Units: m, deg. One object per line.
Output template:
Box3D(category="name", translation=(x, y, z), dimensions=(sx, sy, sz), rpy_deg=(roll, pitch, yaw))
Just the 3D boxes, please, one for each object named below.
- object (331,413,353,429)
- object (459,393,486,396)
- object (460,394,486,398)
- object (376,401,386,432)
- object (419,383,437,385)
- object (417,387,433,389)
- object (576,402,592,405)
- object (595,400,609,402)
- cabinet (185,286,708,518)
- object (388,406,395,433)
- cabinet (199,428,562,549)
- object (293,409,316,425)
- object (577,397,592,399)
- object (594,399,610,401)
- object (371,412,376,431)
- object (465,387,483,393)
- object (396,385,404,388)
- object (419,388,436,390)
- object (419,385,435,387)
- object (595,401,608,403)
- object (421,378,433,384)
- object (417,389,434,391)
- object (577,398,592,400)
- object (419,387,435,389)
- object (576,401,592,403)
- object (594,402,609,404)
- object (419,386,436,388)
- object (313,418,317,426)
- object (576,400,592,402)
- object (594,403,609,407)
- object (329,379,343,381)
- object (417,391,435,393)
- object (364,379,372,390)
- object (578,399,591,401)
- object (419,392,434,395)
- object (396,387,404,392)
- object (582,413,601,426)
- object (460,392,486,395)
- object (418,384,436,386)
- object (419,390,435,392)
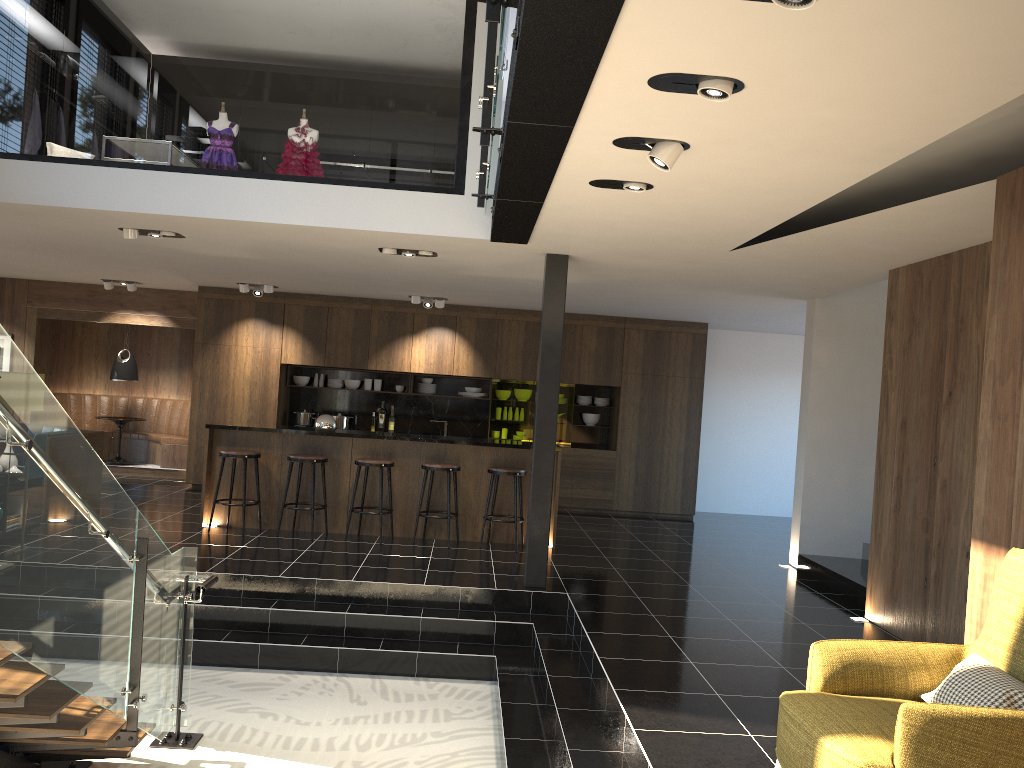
Box3D(category="object", translation=(-2.374, 0.507, 12.178), dimensions=(0.278, 0.218, 0.300), rpy_deg=(4, 0, 30))
Box3D(category="object", translation=(-0.550, 0.160, 12.597), dimensions=(0.438, 0.039, 0.438), rpy_deg=(4, -1, 33))
Box3D(category="object", translation=(-0.551, 0.172, 12.597), dimensions=(0.438, 0.039, 0.438), rpy_deg=(4, -1, 33))
Box3D(category="object", translation=(-1.867, 0.467, 12.616), dimensions=(0.133, 0.451, 0.116), rpy_deg=(4, 0, -3))
Box3D(category="object", translation=(-1.210, 0.007, 12.632), dimensions=(0.269, 0.024, 0.269), rpy_deg=(3, -1, 35))
Box3D(category="object", translation=(-1.214, 0.070, 12.632), dimensions=(0.269, 0.024, 0.269), rpy_deg=(3, -1, 35))
Box3D(category="object", translation=(1.027, 0.284, 12.663), dimensions=(0.220, 0.033, 0.220), rpy_deg=(4, -1, 7))
Box3D(category="object", translation=(1.284, 0.253, 12.675), dimensions=(0.220, 0.033, 0.220), rpy_deg=(4, -1, -19))
Box3D(category="cabinet", translation=(-0.856, 0.275, 12.416), dimensions=(6.893, 2.690, 0.869), rpy_deg=(4, 0, -3))
Box3D(category="object", translation=(-1.712, 0.506, 12.631), dimensions=(0.077, 0.395, 0.077), rpy_deg=(4, 0, 39))
Box3D(category="cabinet", translation=(-1.322, 1.062, 9.263), dimensions=(3.564, 0.994, 0.698), rpy_deg=(4, 0, -3))
Box3D(category="object", translation=(-2.895, 0.464, 12.359), dimensions=(0.255, 0.218, 0.236), rpy_deg=(4, 0, -45))
Box3D(category="object", translation=(1.032, 0.215, 12.663), dimensions=(0.220, 0.033, 0.220), rpy_deg=(4, -1, 7))
Box3D(category="object", translation=(1.285, 0.242, 12.675), dimensions=(0.220, 0.033, 0.220), rpy_deg=(4, -1, -19))
Box3D(category="object", translation=(-1.973, 0.542, 12.607), dimensions=(0.057, 0.287, 0.058), rpy_deg=(4, 0, 10))
Box3D(category="object", translation=(-0.548, 0.097, 12.598), dimensions=(0.254, 0.088, 0.254), rpy_deg=(4, -1, 23))
Box3D(category="object", translation=(-1.586, 0.060, 12.543), dimensions=(0.122, 0.072, 0.122), rpy_deg=(4, 0, 23))
Box3D(category="object", translation=(-1.215, 0.078, 12.632), dimensions=(0.269, 0.024, 0.269), rpy_deg=(3, -1, 35))
Box3D(category="object", translation=(-1.212, 0.033, 12.632), dimensions=(0.269, 0.024, 0.269), rpy_deg=(3, -1, 35))
Box3D(category="object", translation=(1.283, 0.266, 12.675), dimensions=(0.220, 0.033, 0.220), rpy_deg=(4, -1, -19))
Box3D(category="object", translation=(-1.210, -0.037, 12.631), dimensions=(0.168, 0.087, 0.168), rpy_deg=(4, 0, 17))
Box3D(category="object", translation=(-1.216, 0.098, 12.632), dimensions=(0.269, 0.024, 0.269), rpy_deg=(3, -1, 35))
Box3D(category="object", translation=(1.031, 0.225, 12.663), dimensions=(0.220, 0.033, 0.220), rpy_deg=(4, -1, 7))
Box3D(category="object", translation=(-1.213, 0.061, 12.632), dimensions=(0.269, 0.024, 0.269), rpy_deg=(3, -1, 35))
Box3D(category="object", translation=(1.028, 0.271, 12.663), dimensions=(0.220, 0.033, 0.220), rpy_deg=(4, -1, 7))
Box3D(category="object", translation=(1.282, 0.288, 12.675), dimensions=(0.220, 0.033, 0.220), rpy_deg=(4, -1, -19))
Box3D(category="object", translation=(-1.213, 0.050, 12.632), dimensions=(0.269, 0.024, 0.269), rpy_deg=(3, -1, 35))
Box3D(category="object", translation=(-2.638, 0.519, 12.281), dimensions=(0.210, 0.143, 0.195), rpy_deg=(4, 0, -45))
Box3D(category="object", translation=(1.029, 0.259, 12.663), dimensions=(0.220, 0.033, 0.220), rpy_deg=(4, -1, 7))
Box3D(category="object", translation=(1.281, 0.301, 12.675), dimensions=(0.220, 0.033, 0.220), rpy_deg=(4, -1, -19))
Box3D(category="object", translation=(-2.482, -0.047, 12.490), dimensions=(0.220, 0.033, 0.220), rpy_deg=(4, -1, -6))
Box3D(category="object", translation=(-1.218, 0.125, 12.632), dimensions=(0.269, 0.024, 0.269), rpy_deg=(3, -1, 35))
Box3D(category="object", translation=(-2.027, 0.009, 12.498), dimensions=(0.109, 0.161, 0.109), rpy_deg=(4, 0, -20))
Box3D(category="object", translation=(1.031, 0.236, 12.663), dimensions=(0.220, 0.033, 0.220), rpy_deg=(4, -1, 7))
Box3D(category="object", translation=(-1.218, 0.133, 12.632), dimensions=(0.269, 0.024, 0.269), rpy_deg=(3, -1, 35))
Box3D(category="object", translation=(-1.587, 0.084, 12.543), dimensions=(0.122, 0.072, 0.122), rpy_deg=(4, 0, 23))
Box3D(category="object", translation=(1.132, 0.512, 12.679), dimensions=(0.264, 0.170, 0.264), rpy_deg=(4, 0, -28))
Box3D(category="object", translation=(-0.549, 0.145, 12.597), dimensions=(0.438, 0.039, 0.438), rpy_deg=(4, -1, 33))
Box3D(category="object", translation=(-1.211, 0.023, 12.632), dimensions=(0.269, 0.024, 0.269), rpy_deg=(3, -1, 35))
Box3D(category="object", translation=(-1.216, 0.105, 12.632), dimensions=(0.269, 0.024, 0.269), rpy_deg=(3, -1, 35))
